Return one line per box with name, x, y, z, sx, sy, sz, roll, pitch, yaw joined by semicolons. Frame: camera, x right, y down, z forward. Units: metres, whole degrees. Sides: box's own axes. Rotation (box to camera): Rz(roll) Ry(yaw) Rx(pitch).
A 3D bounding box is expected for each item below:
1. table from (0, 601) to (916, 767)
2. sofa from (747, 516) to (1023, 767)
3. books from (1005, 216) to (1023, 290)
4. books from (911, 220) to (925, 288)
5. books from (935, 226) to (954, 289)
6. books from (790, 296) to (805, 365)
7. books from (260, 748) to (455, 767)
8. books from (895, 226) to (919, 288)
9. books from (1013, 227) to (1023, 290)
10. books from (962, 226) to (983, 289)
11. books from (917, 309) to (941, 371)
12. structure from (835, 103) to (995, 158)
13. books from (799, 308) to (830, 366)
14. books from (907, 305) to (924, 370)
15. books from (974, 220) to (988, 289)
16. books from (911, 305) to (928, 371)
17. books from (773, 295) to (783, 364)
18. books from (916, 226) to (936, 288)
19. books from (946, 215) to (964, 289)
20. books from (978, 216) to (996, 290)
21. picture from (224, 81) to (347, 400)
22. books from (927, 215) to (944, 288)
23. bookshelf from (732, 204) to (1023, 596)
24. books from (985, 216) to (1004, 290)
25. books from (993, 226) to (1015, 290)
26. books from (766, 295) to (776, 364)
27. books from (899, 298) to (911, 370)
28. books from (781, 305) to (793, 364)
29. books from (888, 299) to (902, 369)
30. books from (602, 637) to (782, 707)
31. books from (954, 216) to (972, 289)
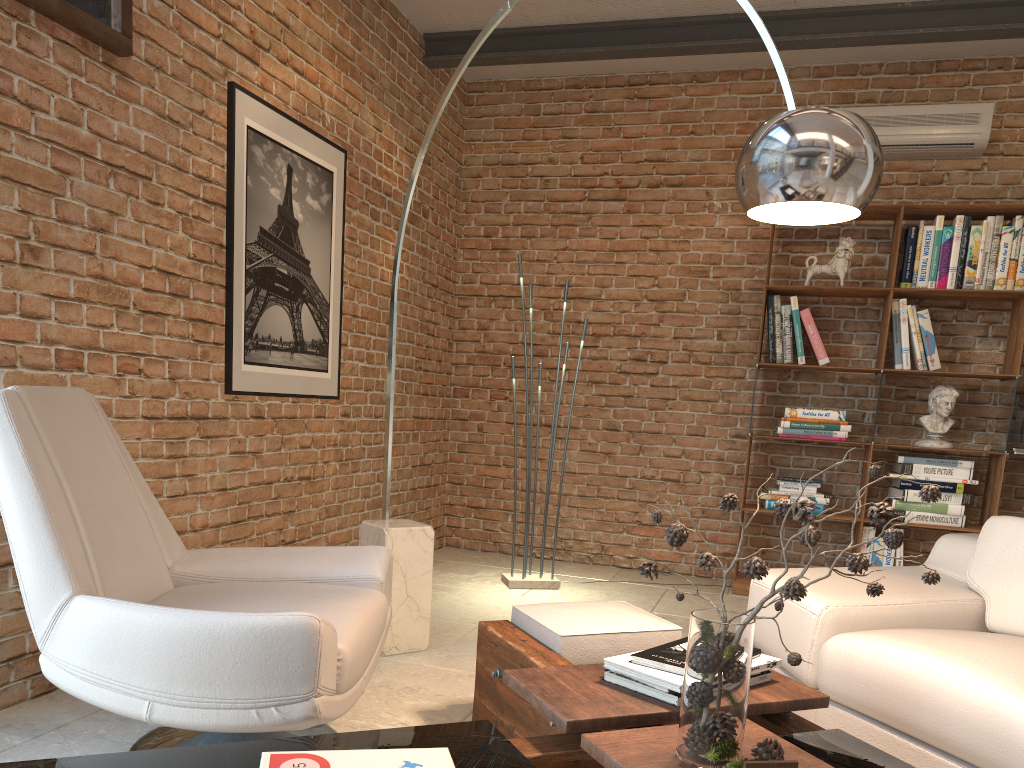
table;0.089;0.863;1.638;1.974;0.436;2.172;4;-1;-22
sofa;1.750;0.816;2.170;1.146;0.767;2.294;3;0;-23
books;2.646;-0.671;4.639;0.036;0.390;0.240;6;7;18
books;2.208;-0.682;4.781;0.020;0.365;0.268;6;6;18
books;2.333;-0.661;4.747;0.055;0.335;0.251;6;6;18
books;1.637;-0.295;4.997;0.120;0.388;0.240;6;7;17
books;-0.250;0.677;1.433;0.327;0.057;0.251;4;-1;-13
books;2.170;-0.670;4.796;0.055;0.335;0.251;6;6;18
books;2.696;-0.640;4.645;0.055;0.335;0.251;6;6;18
books;2.451;-0.655;4.686;0.055;0.335;0.251;6;6;18
books;2.281;-0.231;4.808;0.157;0.335;0.251;6;6;17
structure;2.171;-1.386;4.803;0.809;0.223;0.197;3;4;17
books;1.730;-0.258;4.998;0.194;0.324;0.251;6;6;17
books;2.217;-0.244;4.831;0.124;0.355;0.268;6;6;17
books;2.493;-0.666;4.687;0.020;0.365;0.268;6;6;18
books;2.240;-0.242;4.834;0.124;0.355;0.268;6;6;17
books;1.539;-0.303;5.039;0.091;0.391;0.240;6;7;17
books;2.239;-0.667;4.756;0.055;0.335;0.251;6;6;18
books;2.374;-0.687;4.710;0.036;0.390;0.240;6;7;18
books;2.525;-0.678;4.689;0.036;0.390;0.240;6;7;18
picture;-0.980;-0.540;3.866;0.027;1.217;0.900;6;6;18
books;2.286;-0.692;4.742;0.036;0.390;0.240;6;7;18
bookshelf;2.858;0.218;4.679;3.020;2.242;0.358;4;9;16
books;2.556;-0.676;4.666;0.036;0.390;0.240;6;7;18
books;2.597;-0.646;4.652;0.055;0.335;0.251;6;6;18
books;1.501;-0.305;5.042;0.091;0.391;0.240;6;7;17
books;2.164;-0.264;4.834;0.103;0.390;0.240;6;7;17
books;1.592;-0.274;5.046;0.102;0.340;0.251;6;6;17
books;2.135;-0.266;4.867;0.101;0.391;0.240;6;7;17
books;0.432;0.684;2.116;0.401;0.075;0.247;4;-1;-41
books;2.412;-0.684;4.709;0.036;0.390;0.240;6;7;18
